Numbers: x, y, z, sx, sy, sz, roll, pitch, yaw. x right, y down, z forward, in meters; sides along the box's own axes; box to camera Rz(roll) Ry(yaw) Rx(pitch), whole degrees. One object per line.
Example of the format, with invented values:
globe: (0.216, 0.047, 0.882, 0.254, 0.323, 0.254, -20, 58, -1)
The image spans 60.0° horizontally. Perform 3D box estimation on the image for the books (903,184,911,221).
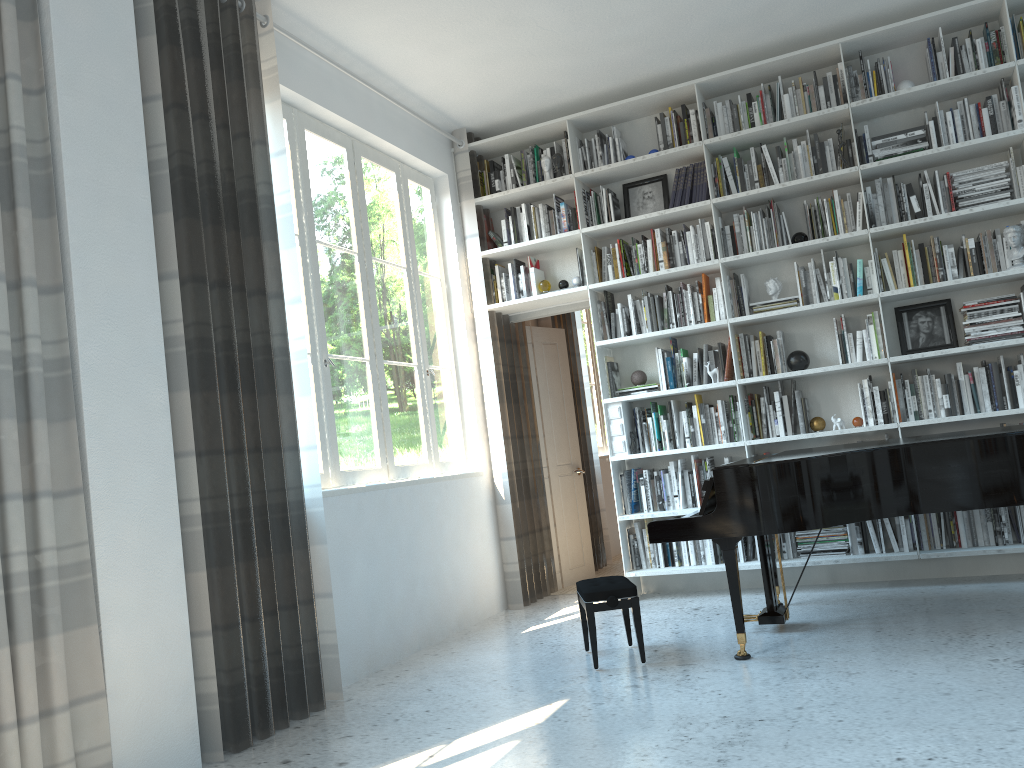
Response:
books: (2.277, -1.017, 5.109, 0.011, 0.239, 0.147, -9, -5, 23)

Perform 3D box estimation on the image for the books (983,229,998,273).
books: (2.661, -0.717, 4.930, 0.025, 0.258, 0.150, -9, -5, 23)

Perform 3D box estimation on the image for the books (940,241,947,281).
books: (2.449, -0.678, 5.038, 0.011, 0.251, 0.130, -9, -5, 23)

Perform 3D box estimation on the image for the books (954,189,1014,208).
books: (2.630, -1.033, 4.958, 0.285, 0.012, 0.159, -9, -6, 20)

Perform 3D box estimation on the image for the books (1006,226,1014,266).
books: (2.758, -0.733, 4.906, 0.014, 0.263, 0.135, -9, -5, 23)

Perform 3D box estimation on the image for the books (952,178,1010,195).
books: (2.623, -1.092, 4.963, 0.285, 0.012, 0.159, -9, -6, 26)

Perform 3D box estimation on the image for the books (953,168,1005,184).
books: (2.616, -1.154, 4.970, 0.254, 0.012, 0.161, -9, -6, 25)

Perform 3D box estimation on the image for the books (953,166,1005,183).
books: (2.616, -1.166, 4.975, 0.254, 0.012, 0.161, -9, -6, 23)

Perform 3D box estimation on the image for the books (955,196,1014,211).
books: (2.637, -0.997, 4.960, 0.285, 0.012, 0.159, -9, -6, 24)

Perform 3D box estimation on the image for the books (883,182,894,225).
books: (2.184, -1.017, 5.138, 0.025, 0.265, 0.185, -9, -5, 23)

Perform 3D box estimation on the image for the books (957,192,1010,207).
books: (2.633, -1.021, 4.961, 0.254, 0.012, 0.161, -9, -6, 22)

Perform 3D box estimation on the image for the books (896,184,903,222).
books: (2.242, -1.018, 5.127, 0.011, 0.251, 0.153, -9, -5, 23)

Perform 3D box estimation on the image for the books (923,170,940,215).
books: (2.397, -1.062, 5.061, 0.049, 0.291, 0.162, -9, -5, 23)

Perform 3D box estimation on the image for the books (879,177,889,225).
books: (2.174, -1.036, 5.172, 0.014, 0.312, 0.133, -9, -5, 23)

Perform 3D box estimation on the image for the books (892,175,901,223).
books: (2.228, -1.040, 5.130, 0.011, 0.300, 0.179, -9, -5, 23)

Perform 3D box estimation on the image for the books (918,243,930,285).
books: (2.363, -0.668, 5.084, 0.028, 0.259, 0.134, -9, -5, 23)

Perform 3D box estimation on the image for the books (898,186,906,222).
books: (2.255, -1.010, 5.121, 0.014, 0.233, 0.147, -9, -5, 23)

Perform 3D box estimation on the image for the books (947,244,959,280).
books: (2.487, -0.667, 5.008, 0.030, 0.214, 0.168, -9, -5, 23)

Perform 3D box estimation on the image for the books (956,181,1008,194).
books: (2.626, -1.080, 4.966, 0.254, 0.012, 0.161, -9, -6, 24)

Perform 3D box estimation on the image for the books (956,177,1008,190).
books: (2.621, -1.104, 4.964, 0.254, 0.012, 0.161, -9, -6, 20)

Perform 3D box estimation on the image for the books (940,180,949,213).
books: (2.455, -1.033, 5.036, 0.024, 0.216, 0.132, -9, -5, 23)

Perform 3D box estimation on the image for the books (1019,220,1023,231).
books: (2.827, -0.752, 4.877, 0.025, 0.278, 0.108, -9, -5, 23)

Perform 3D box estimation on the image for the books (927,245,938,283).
books: (2.394, -0.662, 5.056, 0.025, 0.235, 0.137, -9, -5, 23)

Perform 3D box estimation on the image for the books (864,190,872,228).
books: (2.092, -0.994, 5.200, 0.012, 0.254, 0.161, -9, -5, 23)

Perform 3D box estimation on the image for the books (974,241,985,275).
books: (2.604, -0.679, 4.946, 0.029, 0.200, 0.178, -9, -5, 23)

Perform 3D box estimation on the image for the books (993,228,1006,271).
books: (2.707, -0.724, 4.921, 0.024, 0.258, 0.126, -9, -5, 23)

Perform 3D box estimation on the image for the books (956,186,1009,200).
books: (2.628, -1.057, 4.962, 0.254, 0.012, 0.161, -9, -6, 21)

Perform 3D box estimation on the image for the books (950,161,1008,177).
books: (2.612, -1.190, 4.973, 0.285, 0.012, 0.159, -9, -6, 25)

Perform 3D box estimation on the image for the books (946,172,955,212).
books: (2.475, -1.054, 5.005, 0.013, 0.246, 0.176, -9, -5, 23)

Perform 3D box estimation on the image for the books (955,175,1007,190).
books: (2.621, -1.117, 4.967, 0.254, 0.012, 0.161, -9, -6, 25)

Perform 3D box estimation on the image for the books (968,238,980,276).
books: (2.575, -0.687, 4.957, 0.029, 0.224, 0.185, -9, -5, 23)

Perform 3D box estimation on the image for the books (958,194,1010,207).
books: (2.636, -1.008, 4.962, 0.254, 0.012, 0.161, -9, -6, 23)

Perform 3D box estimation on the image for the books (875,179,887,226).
books: (2.149, -1.026, 5.162, 0.026, 0.297, 0.179, -9, -5, 23)

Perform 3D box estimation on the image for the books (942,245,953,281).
books: (2.462, -0.664, 5.018, 0.024, 0.216, 0.175, -9, -5, 23)

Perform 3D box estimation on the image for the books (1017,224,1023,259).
books: (2.801, -0.740, 4.877, 0.025, 0.259, 0.130, -9, -5, 23)

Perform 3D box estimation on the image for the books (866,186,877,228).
books: (2.104, -1.003, 5.183, 0.026, 0.266, 0.170, -9, -5, 23)

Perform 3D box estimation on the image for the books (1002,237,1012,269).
books: (2.736, -0.700, 4.905, 0.035, 0.201, 0.149, -9, -5, 23)

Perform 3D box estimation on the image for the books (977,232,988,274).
books: (2.616, -0.705, 4.930, 0.012, 0.245, 0.186, -9, -5, 23)

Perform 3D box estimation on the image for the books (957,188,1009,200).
books: (2.630, -1.045, 4.961, 0.254, 0.012, 0.161, -9, -6, 25)

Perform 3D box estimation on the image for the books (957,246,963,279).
books: (2.529, -0.665, 5.003, 0.050, 0.198, 0.145, -9, -5, 23)

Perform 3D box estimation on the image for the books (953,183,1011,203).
books: (2.628, -1.068, 4.966, 0.285, 0.012, 0.159, -9, -6, 24)

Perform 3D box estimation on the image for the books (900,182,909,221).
books: (2.265, -1.021, 5.113, 0.014, 0.250, 0.172, -9, -5, 23)

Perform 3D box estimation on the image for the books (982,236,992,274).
books: (2.648, -0.699, 4.956, 0.025, 0.230, 0.143, -9, -5, 23)

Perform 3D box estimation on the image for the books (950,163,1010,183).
books: (2.610, -1.178, 4.966, 0.285, 0.012, 0.159, -9, -5, 18)

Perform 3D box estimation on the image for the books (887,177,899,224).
books: (2.214, -1.034, 5.145, 0.029, 0.295, 0.151, -9, -5, 23)

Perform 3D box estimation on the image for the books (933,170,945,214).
books: (2.425, -1.057, 5.033, 0.021, 0.269, 0.191, -9, -5, 23)

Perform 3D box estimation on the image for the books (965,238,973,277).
books: (2.562, -0.689, 4.975, 0.010, 0.234, 0.175, -9, -5, 23)

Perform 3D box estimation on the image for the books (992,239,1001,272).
books: (2.692, -0.694, 4.934, 0.022, 0.206, 0.114, -9, -5, 23)

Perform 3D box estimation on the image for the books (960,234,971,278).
books: (2.551, -0.699, 4.984, 0.014, 0.258, 0.161, -9, -5, 23)

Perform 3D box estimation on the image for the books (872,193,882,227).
books: (2.136, -0.988, 5.186, 0.027, 0.228, 0.147, -9, -5, 23)

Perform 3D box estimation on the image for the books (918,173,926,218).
books: (2.353, -1.052, 5.084, 0.022, 0.285, 0.130, -9, -5, 23)

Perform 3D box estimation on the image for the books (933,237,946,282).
books: (2.419, -0.684, 5.022, 0.028, 0.267, 0.190, -9, -5, 23)

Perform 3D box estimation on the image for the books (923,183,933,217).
books: (2.375, -1.021, 5.066, 0.024, 0.216, 0.148, -9, -5, 23)

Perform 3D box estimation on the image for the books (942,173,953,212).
books: (2.467, -1.051, 5.022, 0.015, 0.244, 0.183, -9, -5, 23)

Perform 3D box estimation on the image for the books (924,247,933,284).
books: (2.375, -0.656, 5.056, 0.012, 0.227, 0.169, -9, -5, 23)

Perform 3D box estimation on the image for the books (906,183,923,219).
books: (2.311, -1.022, 5.088, 0.066, 0.236, 0.153, -9, -5, 23)

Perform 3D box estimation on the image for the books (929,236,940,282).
books: (2.406, -0.689, 5.043, 0.013, 0.283, 0.177, -9, -5, 23)
